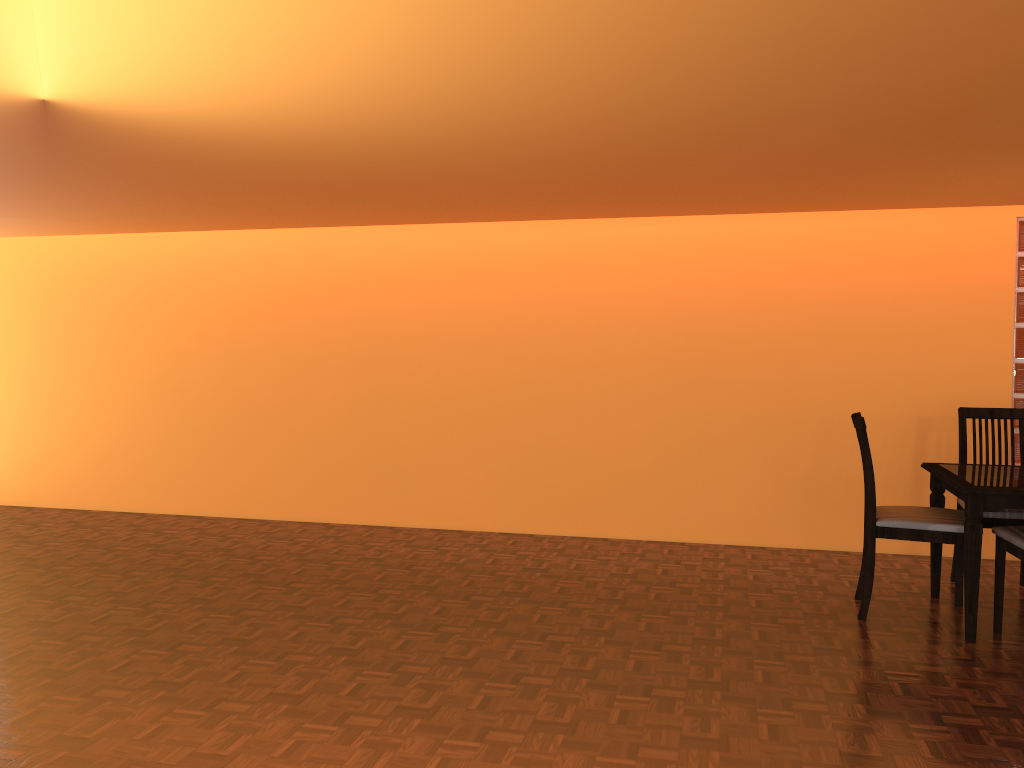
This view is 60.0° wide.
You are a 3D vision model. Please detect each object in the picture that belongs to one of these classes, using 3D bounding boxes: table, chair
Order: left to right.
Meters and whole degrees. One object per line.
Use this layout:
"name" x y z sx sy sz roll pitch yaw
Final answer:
"chair" 1.606 0.531 3.570 0.465 0.809 0.373 1 3 19
"chair" 2.128 0.519 3.838 0.373 0.809 0.465 1 3 14
"chair" 1.944 0.554 3.095 0.373 0.809 0.465 1 3 14
"table" 2.302 0.654 3.376 1.259 0.584 0.697 1 3 14
